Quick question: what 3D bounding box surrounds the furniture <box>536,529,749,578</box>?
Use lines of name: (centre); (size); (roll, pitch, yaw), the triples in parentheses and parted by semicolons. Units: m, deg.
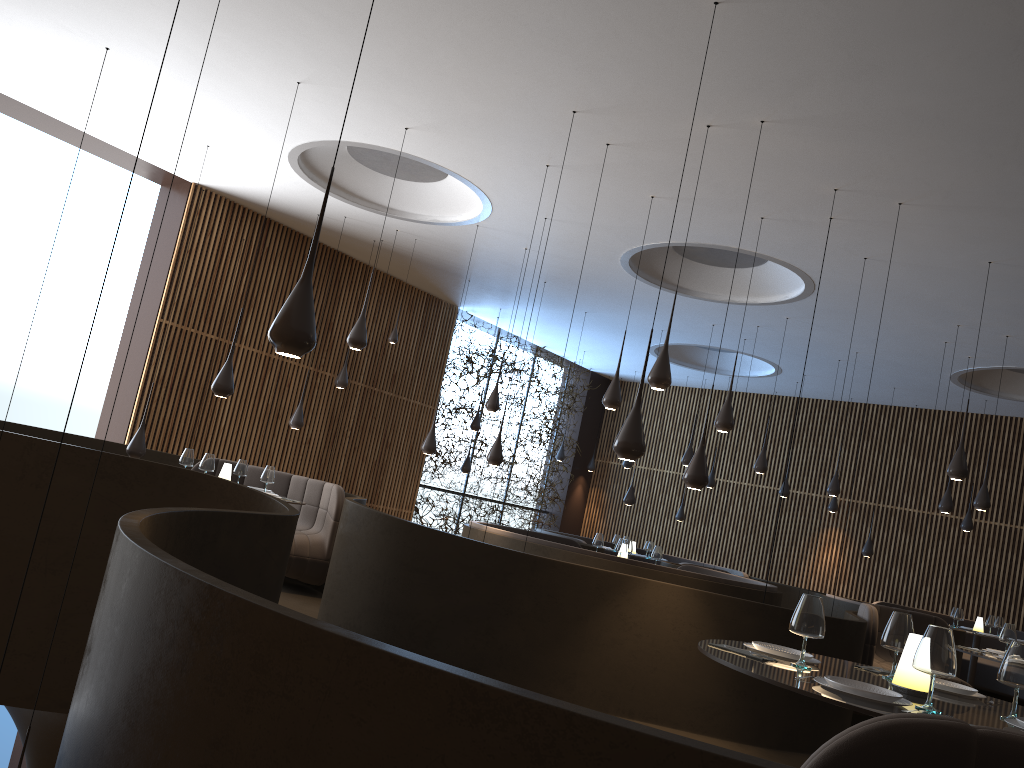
furniture: (2.241, 3.515, 15.911); (3.878, 1.044, 3.807); (10, -8, 15)

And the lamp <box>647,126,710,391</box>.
lamp: (1.385, -1.037, 7.158); (0.196, 2.218, 0.196); (14, -7, -17)

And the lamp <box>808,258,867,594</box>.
lamp: (3.149, 1.695, 9.178); (0.196, 6.259, 0.196); (14, -7, -17)

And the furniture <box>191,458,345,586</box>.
furniture: (-2.785, 1.447, 9.641); (2.527, 1.057, 0.935); (7, -9, 34)

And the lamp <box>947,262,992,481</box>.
lamp: (4.572, -0.142, 8.784); (0.196, 2.218, 0.196); (13, -6, -7)

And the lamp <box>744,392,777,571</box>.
lamp: (4.730, 3.206, 17.689); (0.196, 6.259, 0.196); (15, -7, -26)

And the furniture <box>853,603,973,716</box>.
furniture: (4.142, 2.927, 9.271); (0.930, 1.057, 2.542); (5, -10, 43)

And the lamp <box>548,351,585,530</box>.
lamp: (0.832, 2.383, 17.692); (0.196, 6.259, 0.196); (15, -7, -26)

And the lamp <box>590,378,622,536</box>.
lamp: (1.865, 2.912, 19.936); (0.196, 6.259, 0.196); (15, -7, -26)

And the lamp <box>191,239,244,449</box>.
lamp: (-4.192, 1.133, 11.384); (0.195, 6.259, 0.196); (10, -6, 13)

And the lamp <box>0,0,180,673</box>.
lamp: (-1.740, -0.391, 3.757); (0.196, 6.259, 0.195); (17, -8, -36)

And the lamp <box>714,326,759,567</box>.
lamp: (3.030, 2.184, 12.897); (0.196, 6.259, 0.196); (14, -7, -16)

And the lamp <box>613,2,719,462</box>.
lamp: (0.991, -0.981, 5.464); (0.196, 2.953, 0.196); (14, -7, -16)

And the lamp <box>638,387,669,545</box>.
lamp: (2.743, 2.915, 18.619); (0.195, 6.259, 0.196); (9, -7, 23)

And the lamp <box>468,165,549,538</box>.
lamp: (-0.290, 0.872, 8.481); (0.195, 6.259, 0.196); (6, -9, 43)

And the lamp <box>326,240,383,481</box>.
lamp: (-2.530, 0.960, 12.538); (0.195, 6.259, 0.196); (6, -9, 46)

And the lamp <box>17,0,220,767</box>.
lamp: (-2.291, -0.288, 5.344); (0.196, 6.259, 0.195); (17, -8, -36)

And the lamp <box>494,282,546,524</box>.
lamp: (-0.148, 1.520, 12.948); (0.196, 6.259, 0.196); (13, -6, -7)

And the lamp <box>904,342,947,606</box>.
lamp: (5.235, 2.481, 11.673); (0.196, 6.259, 0.196); (14, -7, -16)

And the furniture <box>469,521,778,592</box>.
furniture: (1.239, 2.660, 11.078); (3.876, 1.115, 3.806); (10, -8, 13)

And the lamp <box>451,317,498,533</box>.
lamp: (-0.911, 1.806, 16.183); (0.196, 6.259, 0.196); (15, -7, -26)

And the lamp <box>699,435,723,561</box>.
lamp: (3.923, 3.093, 18.105); (0.196, 6.259, 0.195); (17, -8, -36)

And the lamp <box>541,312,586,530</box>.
lamp: (0.576, 1.863, 14.324); (0.196, 6.259, 0.196); (13, -6, -7)

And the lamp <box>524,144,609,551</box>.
lamp: (0.224, 0.872, 7.696); (0.195, 6.259, 0.196); (6, -9, 43)

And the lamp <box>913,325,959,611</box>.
lamp: (4.976, 2.308, 10.821); (0.196, 6.259, 0.196); (14, -7, -16)

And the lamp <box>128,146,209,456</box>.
lamp: (-4.201, 0.260, 10.032); (0.195, 6.259, 0.196); (10, -6, 13)

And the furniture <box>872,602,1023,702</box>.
furniture: (7.381, 4.198, 13.203); (1.985, 1.044, 3.938); (15, -8, -20)

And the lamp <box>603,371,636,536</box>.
lamp: (2.017, 2.777, 18.730); (0.196, 6.259, 0.196); (15, -7, -26)

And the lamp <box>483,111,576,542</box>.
lamp: (-0.115, 0.731, 7.195); (0.196, 6.259, 0.196); (14, -7, -16)

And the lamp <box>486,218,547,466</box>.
lamp: (0.092, -0.509, 10.249); (0.196, 2.953, 0.196); (12, -6, 3)

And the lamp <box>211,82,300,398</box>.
lamp: (-2.257, -1.323, 7.956); (0.196, 2.953, 0.196); (14, -7, -16)

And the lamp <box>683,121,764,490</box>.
lamp: (1.679, -0.643, 6.860); (0.195, 2.953, 0.196); (6, -9, 43)

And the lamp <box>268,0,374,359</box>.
lamp: (-0.609, -1.553, 3.776); (0.196, 2.953, 0.195); (17, -8, -36)

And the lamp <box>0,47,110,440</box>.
lamp: (-3.592, 0.599, 6.118); (0.196, 6.259, 0.195); (17, -8, -36)

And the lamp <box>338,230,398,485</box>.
lamp: (-2.225, 0.930, 11.854); (0.196, 6.259, 0.196); (15, -7, -24)

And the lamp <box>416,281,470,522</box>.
lamp: (-1.329, 1.395, 13.847); (0.195, 6.259, 0.196); (10, -6, 13)

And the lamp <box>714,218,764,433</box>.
lamp: (2.312, -0.606, 8.881); (0.195, 2.218, 0.197); (8, -7, 33)

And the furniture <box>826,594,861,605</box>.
furniture: (5.080, 3.669, 12.614); (0.901, 1.044, 2.536); (13, -8, -10)

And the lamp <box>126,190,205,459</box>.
lamp: (-3.643, -0.661, 9.424); (0.196, 2.953, 0.196); (13, -6, -7)

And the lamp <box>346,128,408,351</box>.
lamp: (-1.257, -1.408, 8.513); (0.196, 2.218, 0.196); (14, -7, -16)

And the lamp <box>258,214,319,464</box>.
lamp: (-3.319, 0.706, 11.909); (0.195, 6.259, 0.196); (6, -9, 46)

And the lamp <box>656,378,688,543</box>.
lamp: (3.007, 2.894, 18.061); (0.196, 6.259, 0.195); (17, -8, -36)

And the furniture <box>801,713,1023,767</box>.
furniture: (2.373, 1.613, 2.667); (4.257, 1.118, 1.468); (18, -9, -38)

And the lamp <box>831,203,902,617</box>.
lamp: (2.851, 1.420, 7.646); (0.195, 6.259, 0.196); (9, -7, 23)

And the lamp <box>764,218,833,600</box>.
lamp: (2.465, 1.429, 8.300); (0.196, 6.259, 0.196); (15, -7, -26)

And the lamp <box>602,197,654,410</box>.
lamp: (1.206, -0.830, 8.930); (0.195, 2.218, 0.196); (6, -9, 43)

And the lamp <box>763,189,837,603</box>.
lamp: (2.268, 1.296, 7.637); (0.195, 6.259, 0.196); (9, -7, 23)

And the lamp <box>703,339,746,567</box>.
lamp: (3.087, 2.328, 13.851); (0.196, 6.259, 0.196); (14, -7, -16)
